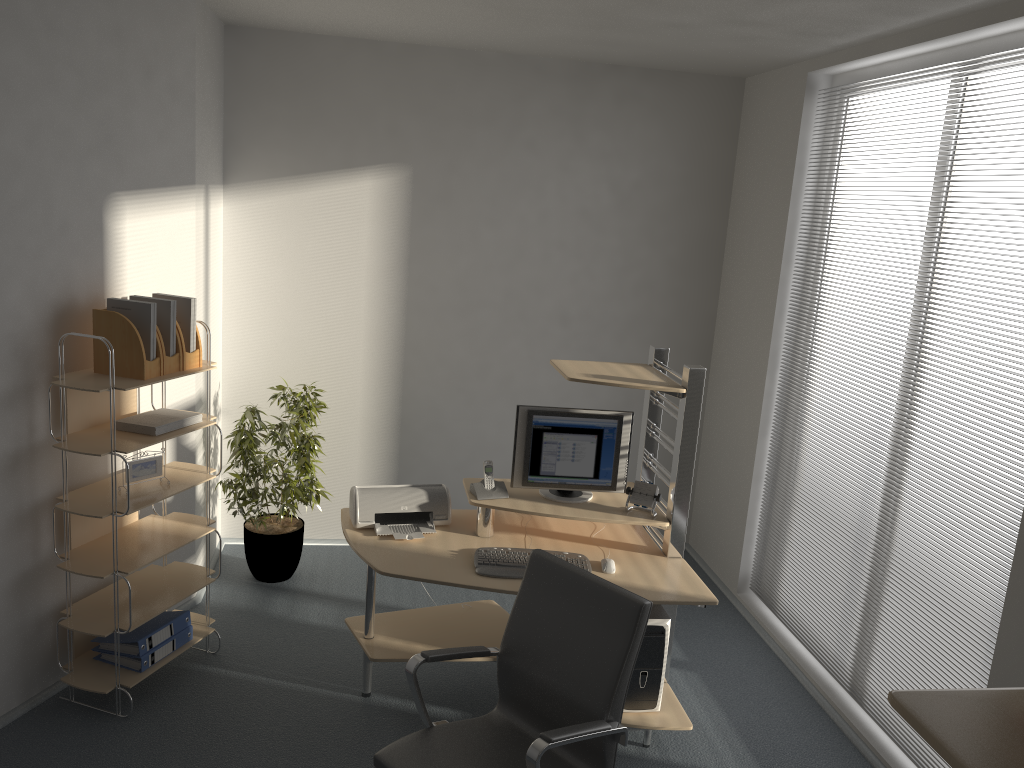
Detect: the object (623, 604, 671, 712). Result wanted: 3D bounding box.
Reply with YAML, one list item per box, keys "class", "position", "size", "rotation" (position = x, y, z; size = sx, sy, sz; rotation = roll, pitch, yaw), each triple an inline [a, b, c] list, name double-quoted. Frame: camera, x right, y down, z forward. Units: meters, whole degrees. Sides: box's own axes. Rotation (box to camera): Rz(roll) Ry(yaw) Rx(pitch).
- class: "object"
  position: [0.507, 1.117, 3.858]
  size: [0.199, 0.422, 0.471]
  rotation: [2, 12, -9]

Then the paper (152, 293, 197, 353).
- class: "paper"
  position: [-1.455, -0.231, 3.815]
  size: [0.213, 0.297, 0.045]
  rotation: [9, 13, 20]

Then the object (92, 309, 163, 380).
- class: "object"
  position: [-1.545, -0.166, 3.569]
  size: [0.243, 0.259, 0.113]
  rotation: [8, 12, 15]

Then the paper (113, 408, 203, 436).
- class: "paper"
  position: [-1.507, 0.159, 3.789]
  size: [0.213, 0.046, 0.297]
  rotation: [8, 12, 17]

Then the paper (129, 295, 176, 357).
- class: "paper"
  position: [-1.501, -0.211, 3.701]
  size: [0.213, 0.297, 0.045]
  rotation: [8, 13, 18]

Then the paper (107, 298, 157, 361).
- class: "paper"
  position: [-1.539, -0.189, 3.585]
  size: [0.213, 0.297, 0.045]
  rotation: [8, 12, 15]

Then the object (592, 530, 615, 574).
- class: "object"
  position: [0.409, 0.703, 3.966]
  size: [0.168, 0.088, 0.742]
  rotation: [3, 12, -7]

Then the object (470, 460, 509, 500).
- class: "object"
  position: [-0.100, 0.421, 3.942]
  size: [0.150, 0.151, 0.119]
  rotation: [-1, 13, -23]

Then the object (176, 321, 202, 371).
- class: "object"
  position: [-1.463, -0.208, 3.799]
  size: [0.243, 0.259, 0.113]
  rotation: [9, 13, 20]

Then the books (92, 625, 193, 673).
- class: "books"
  position: [-1.614, 1.130, 3.890]
  size: [0.262, 0.072, 0.320]
  rotation: [8, 13, 18]

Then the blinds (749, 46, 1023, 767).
- class: "blinds"
  position: [1.632, 0.043, 3.885]
  size: [0.037, 2.749, 1.950]
  rotation: [2, 12, -9]

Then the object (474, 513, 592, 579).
- class: "object"
  position: [0.077, 0.698, 3.883]
  size: [0.478, 0.082, 0.814]
  rotation: [4, 12, -2]

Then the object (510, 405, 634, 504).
- class: "object"
  position: [0.271, 0.300, 3.998]
  size: [0.516, 0.418, 0.245]
  rotation: [5, 12, 5]

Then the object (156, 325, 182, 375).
- class: "object"
  position: [-1.508, -0.188, 3.685]
  size: [0.243, 0.259, 0.113]
  rotation: [8, 13, 18]

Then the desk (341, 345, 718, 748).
- class: "desk"
  position: [0.009, 0.657, 3.758]
  size: [1.469, 1.566, 0.967]
  rotation: [2, 12, -9]

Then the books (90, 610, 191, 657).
- class: "books"
  position: [-1.619, 1.075, 3.882]
  size: [0.263, 0.100, 0.320]
  rotation: [8, 13, 18]

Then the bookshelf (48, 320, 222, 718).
- class: "bookshelf"
  position: [-1.577, 0.532, 3.780]
  size: [0.381, 1.572, 0.724]
  rotation: [8, 13, 17]

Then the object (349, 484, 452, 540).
- class: "object"
  position: [-0.478, 0.556, 3.908]
  size: [0.438, 0.162, 0.351]
  rotation: [1, 13, -17]

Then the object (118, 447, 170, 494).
- class: "object"
  position: [-1.546, 0.360, 3.728]
  size: [0.077, 0.161, 0.192]
  rotation: [13, 15, 35]

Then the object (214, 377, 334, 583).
- class: "object"
  position: [-1.284, 0.536, 4.915]
  size: [0.544, 1.147, 0.644]
  rotation: [8, 13, 19]

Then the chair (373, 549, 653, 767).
- class: "chair"
  position: [-0.015, 1.140, 2.717]
  size: [0.652, 1.048, 0.584]
  rotation: [-7, 16, -43]

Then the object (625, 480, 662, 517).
- class: "object"
  position: [0.573, 0.496, 3.861]
  size: [0.154, 0.135, 0.093]
  rotation: [10, 13, 26]

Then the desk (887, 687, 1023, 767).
- class: "desk"
  position: [0.431, 1.260, 1.062]
  size: [1.469, 1.566, 0.967]
  rotation: [2, 12, -9]
